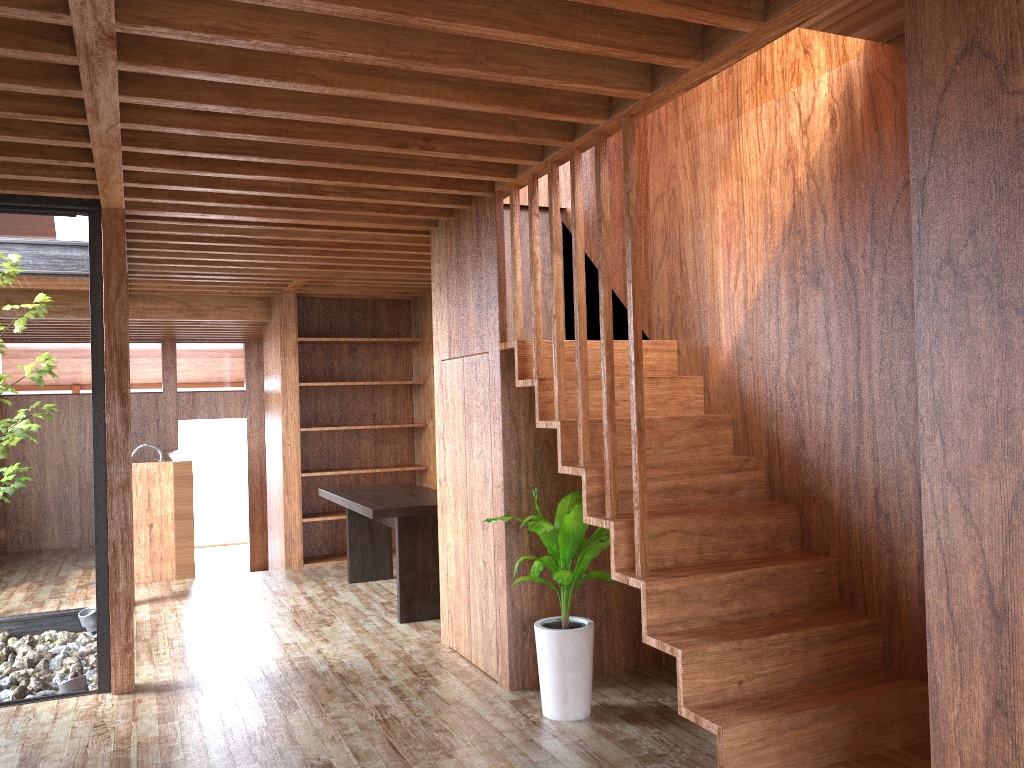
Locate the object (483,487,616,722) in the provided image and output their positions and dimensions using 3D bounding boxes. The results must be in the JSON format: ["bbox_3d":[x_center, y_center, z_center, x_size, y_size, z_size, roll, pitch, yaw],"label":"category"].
[{"bbox_3d":[0.260,0.873,3.734,0.679,1.031,0.628,-1,-1,-34],"label":"object"}]

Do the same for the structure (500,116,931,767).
[{"bbox_3d":[0.813,0.208,3.113,0.834,2.298,2.433,-1,-1,-23],"label":"structure"}]

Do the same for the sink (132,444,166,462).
[{"bbox_3d":[-3.426,0.736,8.059,0.561,0.423,2.443,-1,-1,-23],"label":"sink"}]

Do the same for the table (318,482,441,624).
[{"bbox_3d":[-0.813,1.115,6.102,0.704,0.716,1.662,-1,-1,-23],"label":"table"}]

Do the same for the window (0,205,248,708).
[{"bbox_3d":[-1.793,-0.681,4.989,4.129,5.131,13.883,-1,-1,-23],"label":"window"}]
